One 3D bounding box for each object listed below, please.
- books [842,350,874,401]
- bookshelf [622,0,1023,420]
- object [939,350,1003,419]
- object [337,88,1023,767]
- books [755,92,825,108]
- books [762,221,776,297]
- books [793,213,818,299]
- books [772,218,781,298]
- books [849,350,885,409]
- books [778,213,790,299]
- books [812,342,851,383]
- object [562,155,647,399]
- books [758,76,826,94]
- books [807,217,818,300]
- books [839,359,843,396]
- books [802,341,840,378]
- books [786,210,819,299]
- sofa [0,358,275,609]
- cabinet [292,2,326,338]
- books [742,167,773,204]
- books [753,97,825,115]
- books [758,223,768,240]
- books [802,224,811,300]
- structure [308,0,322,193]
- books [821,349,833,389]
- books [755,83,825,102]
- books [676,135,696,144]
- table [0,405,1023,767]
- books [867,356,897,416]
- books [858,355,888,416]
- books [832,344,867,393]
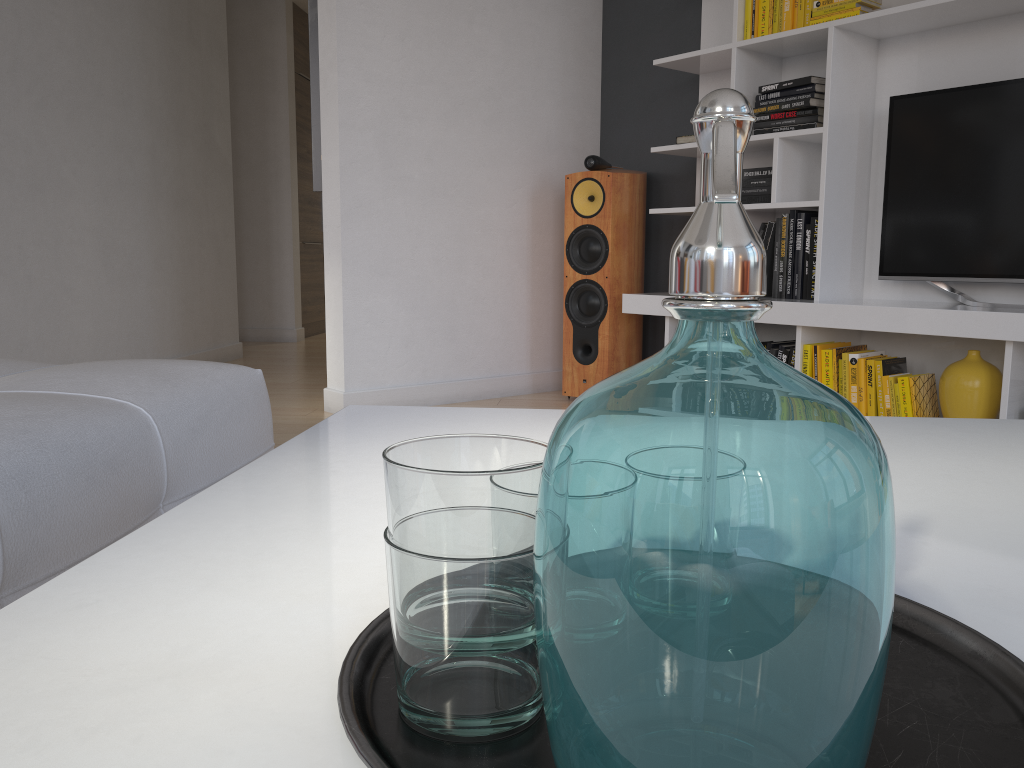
[{"bbox_3d":[1.209,0.012,3.088,0.180,0.252,0.041,-6,11,-39],"label":"books"},{"bbox_3d":[1.586,-0.745,2.603,0.455,2.052,3.000,-6,11,-39],"label":"bookshelf"},{"bbox_3d":[1.453,0.021,2.806,0.185,0.257,0.185,5,9,28],"label":"object"},{"bbox_3d":[0.084,0.016,0.412,0.330,0.265,0.330,5,9,29],"label":"object"},{"bbox_3d":[1.073,-1.049,3.309,0.189,0.020,0.264,-6,10,-35],"label":"books"},{"bbox_3d":[1.028,-0.483,3.438,0.210,0.289,0.100,-7,11,-40],"label":"books"},{"bbox_3d":[1.137,-0.477,3.321,0.239,0.315,0.034,-6,11,-39],"label":"books"},{"bbox_3d":[1.071,-0.479,3.389,0.213,0.301,0.028,-6,11,-39],"label":"books"},{"bbox_3d":[1.233,0.014,3.075,0.185,0.252,0.055,-7,11,-40],"label":"books"},{"bbox_3d":[1.095,-0.484,3.367,0.237,0.314,0.034,-6,11,-39],"label":"books"},{"bbox_3d":[1.148,-0.010,3.173,0.213,0.271,0.048,-6,11,-39],"label":"books"},{"bbox_3d":[0.452,-0.475,4.066,0.290,1.088,0.434,6,10,35],"label":"object"},{"bbox_3d":[1.071,-1.101,3.292,0.180,0.026,0.246,-5,10,-31],"label":"books"},{"bbox_3d":[1.179,-0.460,3.263,0.230,0.297,0.051,-6,11,-39],"label":"books"},{"bbox_3d":[1.192,0.023,3.103,0.156,0.230,0.042,-7,11,-41],"label":"books"},{"bbox_3d":[1.108,-0.012,3.190,0.204,0.270,0.029,-6,11,-39],"label":"books"},{"bbox_3d":[1.118,-0.486,3.343,0.237,0.326,0.026,-6,11,-39],"label":"books"},{"bbox_3d":[-0.645,0.245,0.287,2.614,0.732,3.424,1,8,6],"label":"sofa"},{"bbox_3d":[-1.541,-1.701,7.570,0.054,2.496,1.806,1,8,6],"label":"cabinet"},{"bbox_3d":[0.972,-0.771,3.507,0.277,0.137,0.343,-6,11,-39],"label":"books"},{"bbox_3d":[1.071,-1.024,3.309,0.214,0.030,0.284,-5,10,-31],"label":"books"},{"bbox_3d":[1.009,-0.487,3.489,0.232,0.284,0.142,-6,11,-39],"label":"books"},{"bbox_3d":[1.153,-0.453,3.294,0.200,0.272,0.028,-6,11,-39],"label":"books"},{"bbox_3d":[0.788,-2.318,5.368,2.823,4.339,4.190,1,8,6],"label":"structure"},{"bbox_3d":[1.176,0.000,3.150,0.198,0.258,0.066,-6,11,-39],"label":"books"},{"bbox_3d":[1.092,-1.076,3.314,0.214,0.030,0.284,-5,10,-31],"label":"books"},{"bbox_3d":[0.828,-0.985,3.604,0.209,0.030,0.266,8,11,44],"label":"books"},{"bbox_3d":[0.259,0.332,0.677,1.091,0.435,1.091,1,8,6],"label":"table"},{"bbox_3d":[1.268,0.028,3.034,0.171,0.235,0.043,-7,11,-41],"label":"books"},{"bbox_3d":[1.238,0.026,3.040,0.169,0.240,0.043,-7,11,-40],"label":"books"},{"bbox_3d":[1.194,0.000,3.126,0.202,0.267,0.038,-6,11,-38],"label":"books"}]
